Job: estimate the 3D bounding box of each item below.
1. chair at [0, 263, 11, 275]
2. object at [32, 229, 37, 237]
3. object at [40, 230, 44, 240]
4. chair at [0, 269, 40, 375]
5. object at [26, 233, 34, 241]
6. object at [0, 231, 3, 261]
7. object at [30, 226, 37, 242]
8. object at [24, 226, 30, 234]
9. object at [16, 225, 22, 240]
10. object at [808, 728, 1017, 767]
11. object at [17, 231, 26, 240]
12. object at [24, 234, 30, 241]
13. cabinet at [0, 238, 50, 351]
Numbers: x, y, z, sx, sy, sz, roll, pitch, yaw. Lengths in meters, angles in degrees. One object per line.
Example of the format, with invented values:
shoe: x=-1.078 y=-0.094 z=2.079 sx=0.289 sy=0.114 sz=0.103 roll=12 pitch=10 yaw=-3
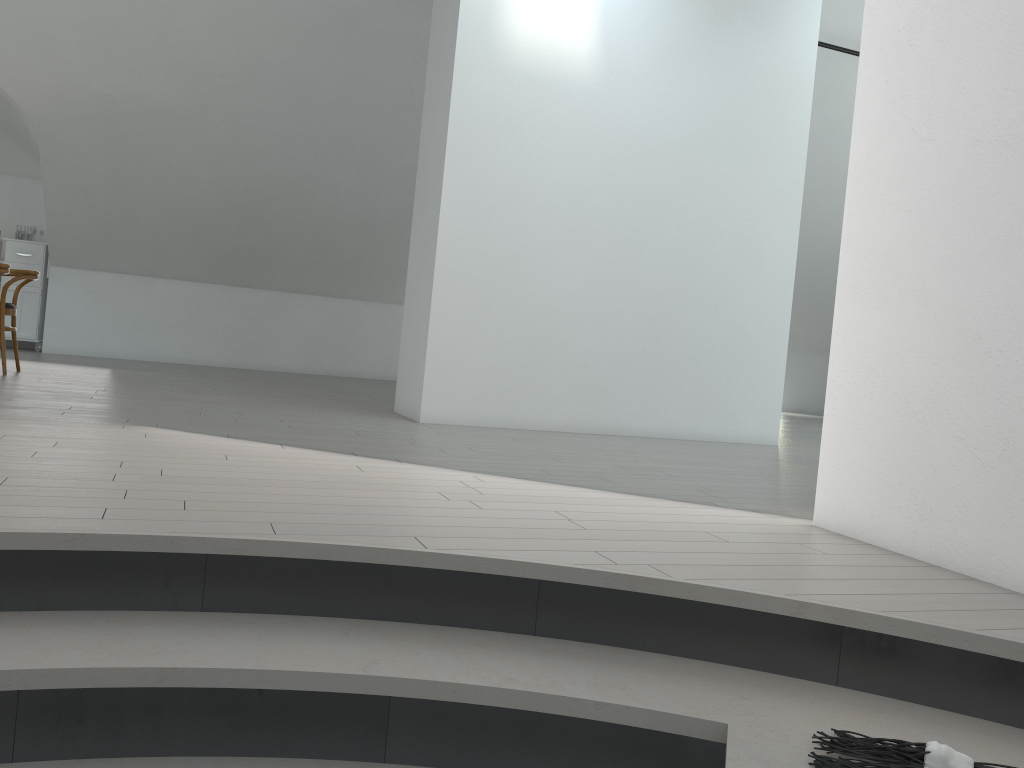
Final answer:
chair: x=-3.476 y=-0.411 z=5.468 sx=0.621 sy=0.735 sz=0.528 roll=5 pitch=1 yaw=-25
object: x=-5.140 y=-1.591 z=9.536 sx=0.046 sy=0.143 sz=0.046 roll=5 pitch=1 yaw=-9
object: x=-5.090 y=-1.588 z=9.590 sx=0.046 sy=0.143 sz=0.046 roll=5 pitch=1 yaw=-9
chair: x=-3.665 y=-0.456 z=6.169 sx=0.621 sy=0.735 sz=0.528 roll=5 pitch=1 yaw=-18
object: x=-5.220 y=-1.576 z=9.595 sx=0.071 sy=0.098 sz=0.071 roll=5 pitch=1 yaw=-12
object: x=-5.477 y=-1.471 z=9.442 sx=0.085 sy=0.331 sz=0.085 roll=6 pitch=1 yaw=28
object: x=-5.226 y=-1.623 z=9.666 sx=0.063 sy=0.187 sz=0.063 roll=5 pitch=1 yaw=-34
object: x=-5.277 y=-1.623 z=9.628 sx=0.054 sy=0.179 sz=0.054 roll=5 pitch=1 yaw=-26
object: x=-5.275 y=-1.612 z=9.482 sx=0.048 sy=0.169 sz=0.048 roll=6 pitch=1 yaw=12
object: x=0.742 y=0.672 z=1.487 sx=0.473 sy=0.082 sz=0.218 roll=7 pitch=2 yaw=32
object: x=-5.219 y=-1.573 z=9.426 sx=0.082 sy=0.105 sz=0.082 roll=6 pitch=1 yaw=18
object: x=-5.221 y=-1.566 z=9.512 sx=0.077 sy=0.085 sz=0.077 roll=5 pitch=1 yaw=-13
cabinet: x=-5.607 y=-0.982 z=9.446 sx=1.241 sy=1.153 sz=0.610 roll=5 pitch=1 yaw=-21
